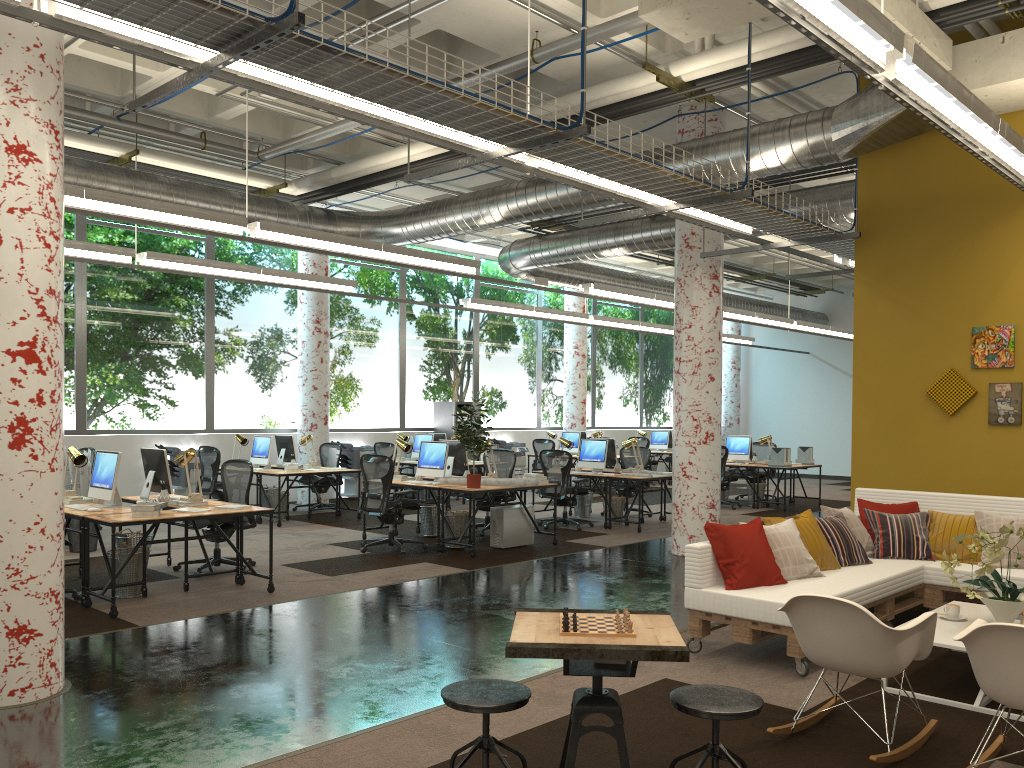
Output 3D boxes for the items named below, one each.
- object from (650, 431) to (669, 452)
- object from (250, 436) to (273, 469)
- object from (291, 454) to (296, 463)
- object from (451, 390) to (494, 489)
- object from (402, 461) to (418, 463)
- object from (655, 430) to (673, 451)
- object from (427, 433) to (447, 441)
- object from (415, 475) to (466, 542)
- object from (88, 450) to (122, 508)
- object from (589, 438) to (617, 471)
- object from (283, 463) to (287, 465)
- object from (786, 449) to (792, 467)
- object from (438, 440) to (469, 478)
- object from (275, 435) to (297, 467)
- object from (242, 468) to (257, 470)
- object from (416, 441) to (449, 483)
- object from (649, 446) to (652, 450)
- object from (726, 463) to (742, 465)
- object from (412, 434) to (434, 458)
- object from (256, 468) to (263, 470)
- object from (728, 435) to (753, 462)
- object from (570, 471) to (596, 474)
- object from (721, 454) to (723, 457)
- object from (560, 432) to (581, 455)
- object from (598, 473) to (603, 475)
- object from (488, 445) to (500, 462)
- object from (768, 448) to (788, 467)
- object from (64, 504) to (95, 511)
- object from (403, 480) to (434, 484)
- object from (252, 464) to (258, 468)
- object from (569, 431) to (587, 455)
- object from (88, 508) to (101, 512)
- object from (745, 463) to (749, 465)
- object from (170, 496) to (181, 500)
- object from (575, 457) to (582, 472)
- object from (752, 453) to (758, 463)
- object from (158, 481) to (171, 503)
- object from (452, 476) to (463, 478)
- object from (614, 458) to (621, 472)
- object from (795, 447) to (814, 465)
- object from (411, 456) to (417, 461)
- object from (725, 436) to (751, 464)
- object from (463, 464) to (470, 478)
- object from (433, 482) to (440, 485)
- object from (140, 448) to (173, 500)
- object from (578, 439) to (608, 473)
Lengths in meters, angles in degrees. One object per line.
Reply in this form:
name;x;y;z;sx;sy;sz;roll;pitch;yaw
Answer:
object;3.439;1.331;20.562;0.483;0.485;0.189;0;0;43
object;-3.663;1.006;13.021;0.483;0.485;0.189;0;0;43
object;-3.287;1.157;13.312;0.101;0.209;0.101;0;0;-2
object;-0.438;0.600;9.672;0.513;1.078;0.438;1;1;34
object;-1.694;1.331;15.156;0.439;0.017;0.118;-1;-3;43
object;3.610;1.353;21.127;0.483;0.485;0.189;0;0;43
object;-1.349;1.125;15.860;0.483;0.485;0.189;0;0;43
object;-0.835;1.420;10.488;0.848;0.934;0.104;0;1;38
object;-3.496;0.820;7.656;0.483;0.485;0.189;0;0;43
object;1.354;1.060;13.326;0.483;0.485;0.189;0;0;43
object;-3.556;1.266;13.964;0.059;0.029;0.106;-1;-2;44
object;4.556;1.236;14.934;0.280;0.302;0.150;0;0;43
object;-0.745;0.939;10.999;0.483;0.485;0.189;0;0;43
object;-3.491;1.027;13.585;0.483;0.485;0.189;0;0;43
object;-3.836;1.232;12.881;0.439;0.017;0.118;-1;-3;43
object;-0.917;0.918;10.434;0.483;0.485;0.189;0;0;43
object;3.233;1.477;20.840;0.101;0.209;0.101;0;0;-2
object;3.809;1.389;15.452;0.439;0.017;0.118;-1;-3;43
object;-1.738;1.471;15.507;1.077;1.210;0.191;0;1;44
object;-3.602;1.220;12.651;0.059;0.029;0.106;-1;-2;44
object;4.154;1.184;16.156;0.483;0.485;0.189;0;0;43
object;1.009;1.266;12.622;0.439;0.017;0.118;-1;-3;43
object;3.776;1.309;15.870;0.101;0.209;0.101;0;0;-2
object;1.212;1.229;18.197;0.483;0.485;0.189;0;0;43
object;1.243;1.253;12.392;0.059;0.029;0.106;-1;-2;44
object;-0.355;1.205;15.267;0.280;0.302;0.150;0;0;43
object;4.455;1.232;14.827;0.280;0.302;0.150;0;0;43
object;-3.669;1.046;7.516;0.439;0.017;0.118;-1;-3;43
object;-1.090;1.144;10.294;0.439;0.017;0.118;-1;-3;43
object;-3.869;1.152;13.299;0.101;0.209;0.101;0;0;-2
object;1.384;1.251;18.762;0.483;0.485;0.189;0;0;43
object;-3.435;1.034;7.285;0.059;0.029;0.106;-1;-2;44
object;4.043;1.377;15.221;0.059;0.029;0.106;-1;-2;44
object;-3.155;1.081;8.368;0.439;0.017;0.118;-1;-3;43
object;0.976;1.185;13.040;0.101;0.209;0.101;0;0;-2
object;4.357;1.314;15.883;0.101;0.209;0.101;0;0;-2
object;-3.120;0.971;7.947;0.101;0.209;0.101;0;0;-2
object;-0.576;1.179;11.147;0.439;0.017;0.118;-1;-3;43
object;1.557;1.191;13.053;0.101;0.209;0.101;0;0;-2
object;5.148;1.263;15.563;0.280;0.302;0.150;0;0;43
object;-1.727;1.250;15.573;0.101;0.209;0.101;0;0;-2
object;3.982;1.163;15.592;0.483;0.485;0.189;0;0;43
object;-0.542;1.069;10.726;0.101;0.209;0.101;0;0;-2
object;-0.856;1.132;10.064;0.059;0.029;0.106;-1;-2;44
object;-3.324;0.841;8.220;0.483;0.485;0.189;0;0;43
object;1.182;1.039;12.762;0.483;0.485;0.189;0;0;43
